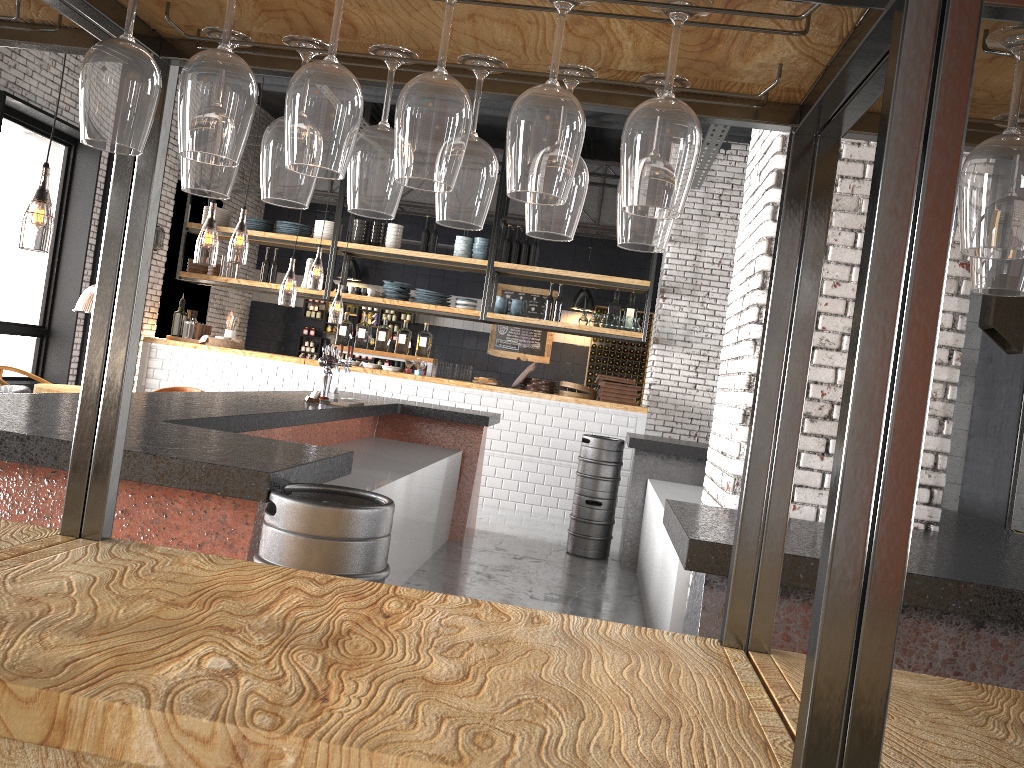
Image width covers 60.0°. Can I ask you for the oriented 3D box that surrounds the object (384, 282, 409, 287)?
[{"bbox_3d":[-1.388,-1.188,10.752,0.334,0.048,0.335,8,1,-7],"label":"object"}]

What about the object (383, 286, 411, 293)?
[{"bbox_3d":[-1.396,-1.133,10.753,0.335,0.052,0.333,9,1,44],"label":"object"}]

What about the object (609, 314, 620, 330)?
[{"bbox_3d":[1.199,-0.719,10.338,0.118,0.181,0.118,8,0,-18],"label":"object"}]

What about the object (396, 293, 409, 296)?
[{"bbox_3d":[-1.407,-1.069,10.751,0.334,0.052,0.334,8,1,36],"label":"object"}]

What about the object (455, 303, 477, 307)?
[{"bbox_3d":[-0.556,-0.936,10.662,0.265,0.038,0.265,8,1,28],"label":"object"}]

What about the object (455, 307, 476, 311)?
[{"bbox_3d":[-0.561,-0.896,10.661,0.263,0.026,0.263,8,1,41],"label":"object"}]

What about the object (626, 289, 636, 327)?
[{"bbox_3d":[1.409,-0.876,10.505,0.141,0.550,0.096,8,-1,10],"label":"object"}]

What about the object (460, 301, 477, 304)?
[{"bbox_3d":[-0.551,-0.971,10.662,0.263,0.029,0.263,8,1,-18],"label":"object"}]

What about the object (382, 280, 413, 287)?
[{"bbox_3d":[-1.387,-1.208,10.751,0.373,0.050,0.372,8,1,28],"label":"object"}]

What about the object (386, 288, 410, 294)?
[{"bbox_3d":[-1.399,-1.120,10.751,0.335,0.039,0.334,8,1,5],"label":"object"}]

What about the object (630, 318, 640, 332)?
[{"bbox_3d":[1.436,-0.685,10.279,0.118,0.181,0.118,8,0,30],"label":"object"}]

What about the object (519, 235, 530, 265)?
[{"bbox_3d":[0.161,-1.612,10.484,0.098,0.458,0.098,8,-1,-17],"label":"object"}]

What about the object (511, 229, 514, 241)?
[{"bbox_3d":[-0.027,-1.648,10.775,0.098,0.471,0.098,8,-1,28],"label":"object"}]

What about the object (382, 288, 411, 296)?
[{"bbox_3d":[-1.398,-1.103,10.750,0.372,0.071,0.373,8,1,18],"label":"object"}]

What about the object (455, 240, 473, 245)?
[{"bbox_3d":[-0.581,-1.692,10.680,0.210,0.076,0.210,8,0,-20],"label":"object"}]

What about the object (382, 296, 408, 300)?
[{"bbox_3d":[-1.411,-1.030,10.749,0.334,0.046,0.334,8,1,-9],"label":"object"}]

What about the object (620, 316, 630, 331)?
[{"bbox_3d":[1.320,-0.702,10.344,0.118,0.181,0.118,8,0,-11],"label":"object"}]

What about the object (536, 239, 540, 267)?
[{"bbox_3d":[0.281,-1.596,10.607,0.098,0.458,0.098,8,-1,-17],"label":"object"}]

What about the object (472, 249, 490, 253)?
[{"bbox_3d":[-0.373,-1.567,10.632,0.218,0.092,0.219,8,0,-4],"label":"object"}]

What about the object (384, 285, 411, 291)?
[{"bbox_3d":[-1.394,-1.148,10.753,0.335,0.052,0.333,8,1,23],"label":"object"}]

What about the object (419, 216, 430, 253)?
[{"bbox_3d":[-1.039,-1.790,10.684,0.098,0.471,0.098,8,-1,28],"label":"object"}]

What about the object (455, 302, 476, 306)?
[{"bbox_3d":[-0.553,-0.950,10.661,0.263,0.032,0.263,8,1,-36],"label":"object"}]

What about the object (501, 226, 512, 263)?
[{"bbox_3d":[-0.055,-1.643,10.506,0.098,0.458,0.098,8,-1,28],"label":"object"}]

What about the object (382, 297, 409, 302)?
[{"bbox_3d":[-1.413,-1.016,10.750,0.334,0.033,0.335,8,1,-25],"label":"object"}]

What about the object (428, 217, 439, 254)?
[{"bbox_3d":[-0.933,-1.775,10.673,0.098,0.471,0.098,8,-1,28],"label":"object"}]

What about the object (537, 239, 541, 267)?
[{"bbox_3d":[0.295,-1.596,10.742,0.098,0.458,0.098,8,-1,-17],"label":"object"}]

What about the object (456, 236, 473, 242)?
[{"bbox_3d":[-0.572,-1.735,10.681,0.210,0.074,0.210,8,0,11],"label":"object"}]

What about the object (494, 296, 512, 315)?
[{"bbox_3d":[-0.107,-0.929,10.614,0.198,0.230,0.166,8,0,12],"label":"object"}]

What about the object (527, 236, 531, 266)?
[{"bbox_3d":[0.175,-1.612,10.618,0.098,0.458,0.098,8,-1,-17],"label":"object"}]

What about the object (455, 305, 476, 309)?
[{"bbox_3d":[-0.559,-0.919,10.661,0.263,0.037,0.263,8,1,-21],"label":"object"}]

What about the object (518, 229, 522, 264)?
[{"bbox_3d":[0.065,-1.627,10.630,0.098,0.458,0.098,8,-1,28],"label":"object"}]

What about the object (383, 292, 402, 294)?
[{"bbox_3d":[-1.405,-1.081,10.751,0.334,0.045,0.334,8,1,2],"label":"object"}]

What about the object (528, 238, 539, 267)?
[{"bbox_3d":[0.268,-1.597,10.473,0.098,0.458,0.098,8,-1,-17],"label":"object"}]

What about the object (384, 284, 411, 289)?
[{"bbox_3d":[-1.391,-1.175,10.752,0.334,0.036,0.335,8,1,-5],"label":"object"}]

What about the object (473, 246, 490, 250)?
[{"bbox_3d":[-0.367,-1.599,10.636,0.218,0.092,0.218,8,0,42],"label":"object"}]

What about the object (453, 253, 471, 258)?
[{"bbox_3d":[-0.604,-1.520,10.681,0.210,0.065,0.210,8,0,24],"label":"object"}]

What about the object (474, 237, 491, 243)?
[{"bbox_3d":[-0.349,-1.693,10.638,0.219,0.091,0.218,8,0,23],"label":"object"}]

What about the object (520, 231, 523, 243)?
[{"bbox_3d":[0.078,-1.627,10.764,0.098,0.458,0.098,8,-1,28],"label":"object"}]

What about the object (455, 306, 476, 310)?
[{"bbox_3d":[-0.560,-0.908,10.660,0.263,0.038,0.263,8,1,21],"label":"object"}]

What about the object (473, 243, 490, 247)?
[{"bbox_3d":[-0.363,-1.631,10.637,0.218,0.092,0.218,8,0,-44],"label":"object"}]

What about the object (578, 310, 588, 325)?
[{"bbox_3d":[0.840,-0.770,10.389,0.118,0.181,0.118,8,0,-30],"label":"object"}]

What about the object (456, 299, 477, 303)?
[{"bbox_3d":[-0.548,-0.990,10.662,0.265,0.034,0.265,8,1,19],"label":"object"}]

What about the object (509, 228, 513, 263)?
[{"bbox_3d":[-0.041,-1.642,10.641,0.098,0.458,0.098,8,-1,28],"label":"object"}]

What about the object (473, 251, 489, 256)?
[{"bbox_3d":[-0.368,-1.535,10.633,0.218,0.093,0.219,8,0,-11],"label":"object"}]

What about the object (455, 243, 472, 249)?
[{"bbox_3d":[-0.590,-1.650,10.682,0.210,0.078,0.210,8,0,28],"label":"object"}]

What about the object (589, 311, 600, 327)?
[{"bbox_3d":[0.959,-0.753,10.359,0.118,0.181,0.118,8,0,-35],"label":"object"}]

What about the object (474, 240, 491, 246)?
[{"bbox_3d":[-0.349,-1.662,10.635,0.218,0.096,0.219,8,0,-10],"label":"object"}]

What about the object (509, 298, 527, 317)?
[{"bbox_3d":[0.067,-0.904,10.583,0.165,0.230,0.199,8,0,-24],"label":"object"}]

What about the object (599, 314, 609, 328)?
[{"bbox_3d":[1.079,-0.736,10.337,0.118,0.181,0.118,8,0,39],"label":"object"}]

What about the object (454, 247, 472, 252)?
[{"bbox_3d":[-0.590,-1.606,10.685,0.210,0.074,0.210,8,0,-19],"label":"object"}]

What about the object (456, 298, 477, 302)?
[{"bbox_3d":[-0.547,-1.001,10.662,0.265,0.037,0.265,8,1,1],"label":"object"}]

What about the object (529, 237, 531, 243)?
[{"bbox_3d":[0.188,-1.611,10.753,0.098,0.458,0.098,8,-1,-17],"label":"object"}]

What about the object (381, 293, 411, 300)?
[{"bbox_3d":[-1.409,-1.052,10.753,0.373,0.067,0.372,8,1,-13],"label":"object"}]

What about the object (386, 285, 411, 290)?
[{"bbox_3d":[-1.393,-1.160,10.751,0.334,0.035,0.335,8,1,-19],"label":"object"}]

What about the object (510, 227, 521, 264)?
[{"bbox_3d":[0.051,-1.628,10.495,0.098,0.458,0.098,8,-1,28],"label":"object"}]

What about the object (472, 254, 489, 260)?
[{"bbox_3d":[-0.378,-1.502,10.632,0.218,0.085,0.219,8,0,-25],"label":"object"}]

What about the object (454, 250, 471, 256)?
[{"bbox_3d":[-0.599,-1.563,10.681,0.209,0.069,0.210,8,0,-28],"label":"object"}]
